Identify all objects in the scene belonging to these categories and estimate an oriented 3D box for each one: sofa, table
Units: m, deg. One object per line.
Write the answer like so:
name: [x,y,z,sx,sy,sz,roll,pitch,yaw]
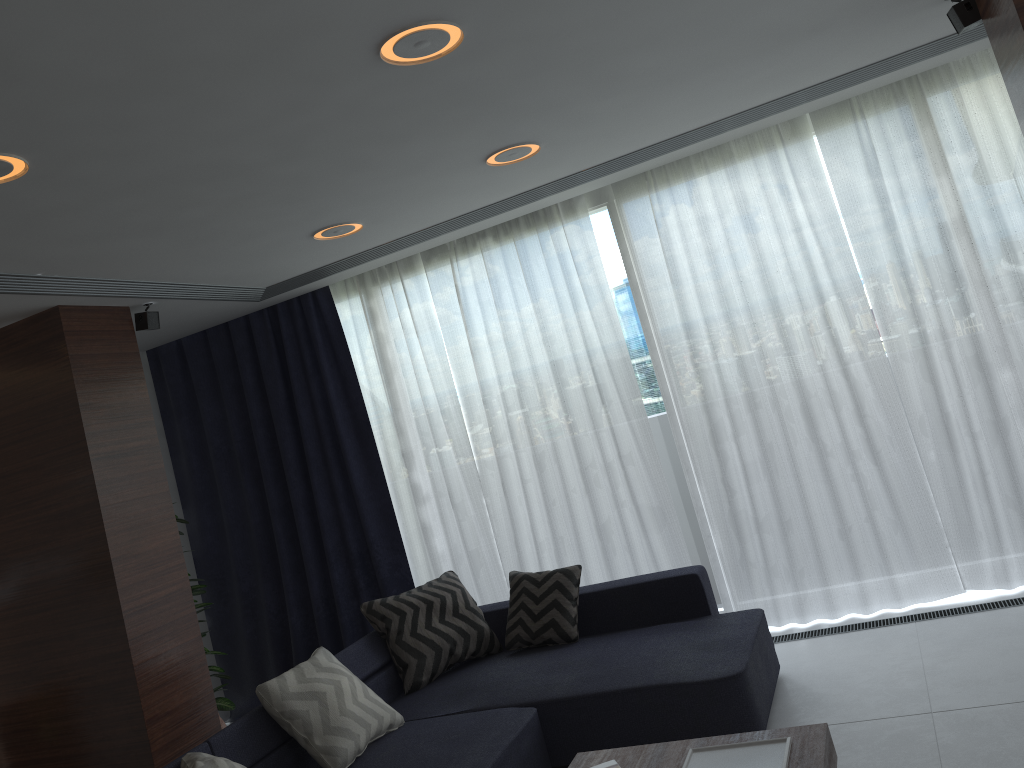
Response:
sofa: [-0.134,1.348,3.260,1.882,0.613,2.878,-16,-2,21]
table: [0.464,1.285,2.347,0.798,0.355,0.802,-16,-3,21]

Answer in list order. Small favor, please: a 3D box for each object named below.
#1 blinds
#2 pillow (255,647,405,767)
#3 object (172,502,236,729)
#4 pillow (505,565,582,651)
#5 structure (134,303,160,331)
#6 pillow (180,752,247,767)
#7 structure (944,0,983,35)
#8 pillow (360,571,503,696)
blinds: [-0.199,0.209,2.470,7.064,2.797,5.816,-16,-3,25]
pillow: [-0.738,1.318,3.605,0.339,0.391,0.495,-17,-4,21]
object: [-1.975,1.273,5.138,0.505,1.862,0.476,-14,-7,-10]
pillow: [0.153,1.113,4.424,0.410,0.348,0.287,-17,-5,26]
structure: [-1.997,-0.358,4.830,0.113,0.143,0.085,-18,-6,26]
pillow: [-0.924,1.377,2.945,0.282,0.354,0.412,-13,-5,-26]
structure: [1.739,-1.429,3.385,0.114,0.143,0.084,-16,-6,11]
pillow: [-0.392,1.274,4.467,0.603,0.523,0.349,-12,-6,-38]
